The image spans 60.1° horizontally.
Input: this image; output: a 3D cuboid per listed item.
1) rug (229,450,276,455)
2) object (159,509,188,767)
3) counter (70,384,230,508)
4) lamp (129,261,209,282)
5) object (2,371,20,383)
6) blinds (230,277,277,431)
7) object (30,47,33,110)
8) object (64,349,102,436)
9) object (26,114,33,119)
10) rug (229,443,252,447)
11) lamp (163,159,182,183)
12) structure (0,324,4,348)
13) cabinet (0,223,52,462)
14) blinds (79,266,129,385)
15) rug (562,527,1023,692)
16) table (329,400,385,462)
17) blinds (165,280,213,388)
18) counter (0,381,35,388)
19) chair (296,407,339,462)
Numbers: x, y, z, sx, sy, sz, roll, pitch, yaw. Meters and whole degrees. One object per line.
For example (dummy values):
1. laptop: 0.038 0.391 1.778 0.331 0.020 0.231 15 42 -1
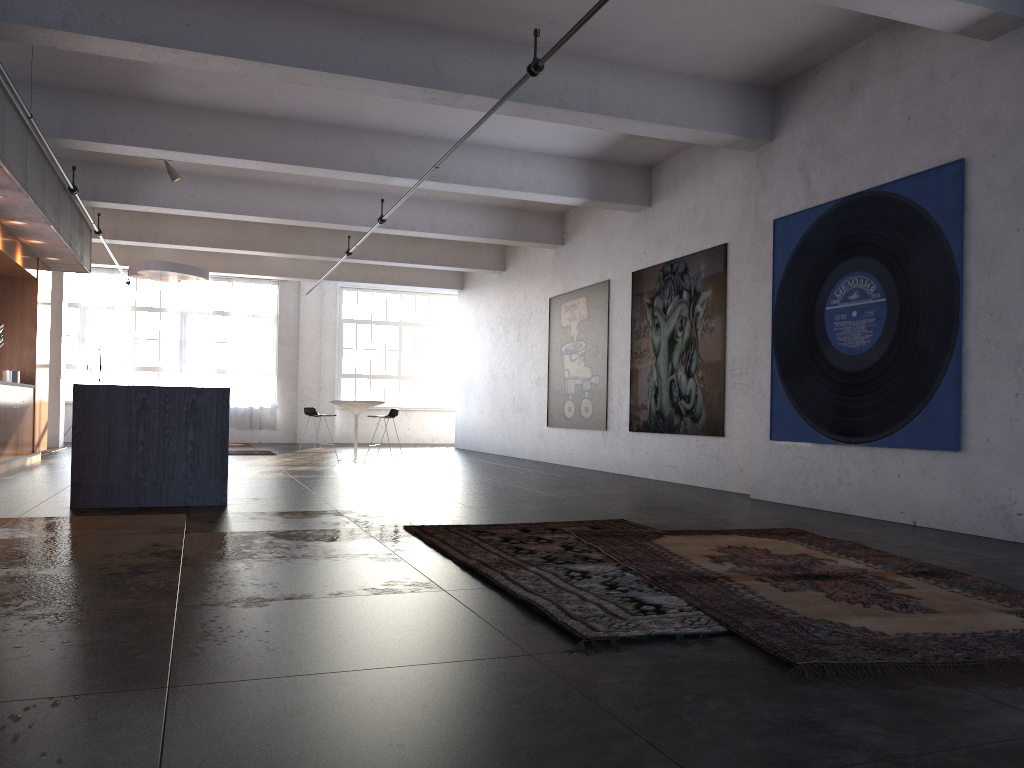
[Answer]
1. rug: -5.647 1.185 15.375 2.926 0.029 1.829 2 -2 -21
2. object: -3.871 1.108 6.969 20.028 0.001 26.825 2 -2 -20
3. counter: -3.956 0.582 10.140 1.158 0.971 6.563 2 -2 -20
4. lamp: -5.000 -1.599 12.635 1.061 0.130 1.025 0 -2 26
5. object: -6.351 -0.080 11.227 0.187 0.170 0.194 0 -2 28
6. blinds: -5.893 -0.804 20.287 1.045 3.750 0.337 1 -1 -23
7. object: -5.887 -0.130 9.359 0.050 0.053 0.064 1 -1 18
8. object: -8.203 0.262 17.255 1.197 1.919 1.041 1 -1 -21
9. object: -5.935 -0.127 9.387 0.052 0.053 0.061 1 -1 -13
10. rug: -7.157 1.276 18.698 3.176 0.009 1.789 2 -2 -22
11. lamp: -4.302 -2.703 11.236 0.226 0.287 0.129 2 -1 -37
12. structure: -2.023 0.202 2.760 0.647 1.314 1.887 1 -2 -20
13. cabinet: -6.355 -0.487 8.367 2.413 2.561 7.994 2 -2 -20
14. blinds: -8.793 -0.878 19.155 1.047 3.674 0.356 1 -1 -22
15. rug: 1.457 0.949 4.399 1.891 0.048 3.495 1 -2 -10
16. table: -2.472 0.743 14.042 0.840 0.951 0.817 2 -1 -20
17. blinds: -7.184 -0.839 19.775 1.052 3.696 0.333 1 -1 -24
18. counter: -6.250 -0.040 9.196 1.630 0.039 4.398 2 -2 -20
19. chair: -2.957 0.806 13.511 0.516 0.895 0.454 2 -1 -43
